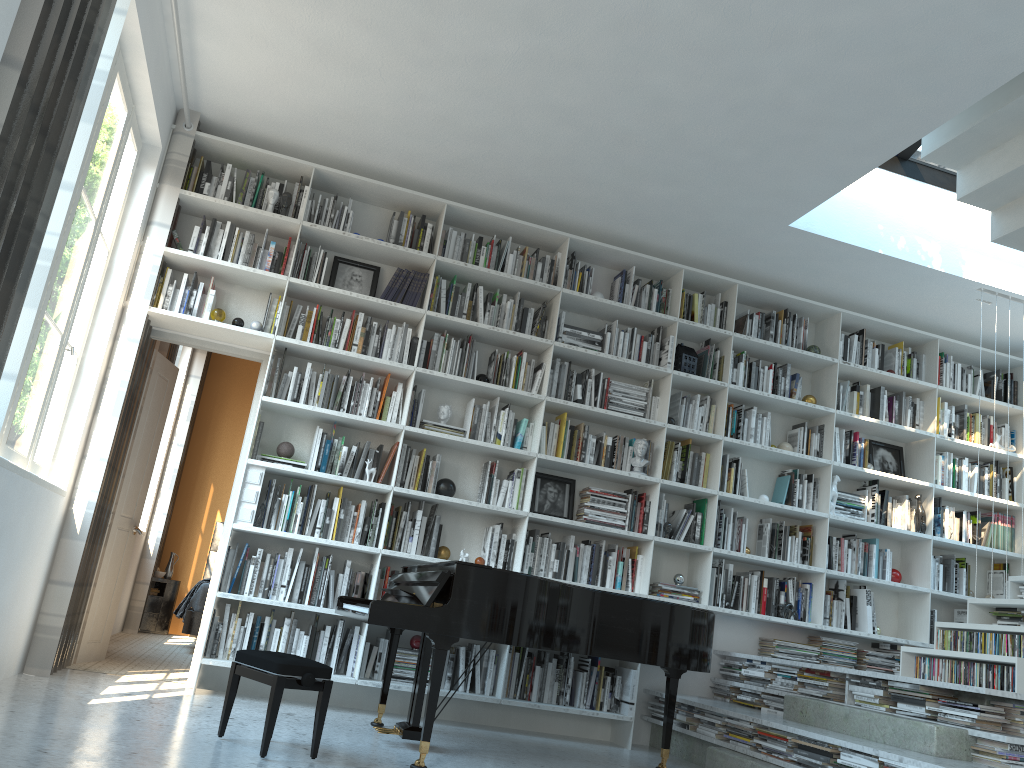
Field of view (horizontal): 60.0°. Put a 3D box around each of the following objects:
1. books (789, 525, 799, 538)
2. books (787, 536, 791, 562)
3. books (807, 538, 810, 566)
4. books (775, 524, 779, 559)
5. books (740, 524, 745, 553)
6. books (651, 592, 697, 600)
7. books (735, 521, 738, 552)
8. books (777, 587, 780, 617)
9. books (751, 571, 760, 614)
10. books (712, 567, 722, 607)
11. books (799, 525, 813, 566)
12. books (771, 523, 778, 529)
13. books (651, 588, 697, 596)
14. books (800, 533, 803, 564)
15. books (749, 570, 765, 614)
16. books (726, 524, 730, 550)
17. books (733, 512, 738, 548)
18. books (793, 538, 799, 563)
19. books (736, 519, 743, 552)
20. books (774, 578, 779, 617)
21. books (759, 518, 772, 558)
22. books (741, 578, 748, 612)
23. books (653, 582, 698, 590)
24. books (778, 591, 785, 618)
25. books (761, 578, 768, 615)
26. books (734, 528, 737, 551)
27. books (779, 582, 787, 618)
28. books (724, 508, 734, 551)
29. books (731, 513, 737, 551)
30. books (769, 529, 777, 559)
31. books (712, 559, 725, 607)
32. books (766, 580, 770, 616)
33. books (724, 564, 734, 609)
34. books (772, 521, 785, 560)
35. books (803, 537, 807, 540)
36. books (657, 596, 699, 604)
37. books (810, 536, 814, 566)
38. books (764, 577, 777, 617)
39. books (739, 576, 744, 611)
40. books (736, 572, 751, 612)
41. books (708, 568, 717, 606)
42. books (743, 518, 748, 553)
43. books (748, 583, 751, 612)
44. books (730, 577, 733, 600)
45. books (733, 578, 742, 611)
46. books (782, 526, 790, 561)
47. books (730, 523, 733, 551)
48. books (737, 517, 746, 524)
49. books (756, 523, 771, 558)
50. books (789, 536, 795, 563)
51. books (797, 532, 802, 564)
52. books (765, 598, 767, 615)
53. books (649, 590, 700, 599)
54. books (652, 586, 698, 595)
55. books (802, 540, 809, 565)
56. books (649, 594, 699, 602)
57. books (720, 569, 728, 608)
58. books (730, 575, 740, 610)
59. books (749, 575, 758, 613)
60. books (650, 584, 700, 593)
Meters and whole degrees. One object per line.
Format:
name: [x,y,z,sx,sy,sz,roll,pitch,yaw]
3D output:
books: [1.908,1.108,6.079,0.006,0.273,0.173,13,-15,-14]
books: [1.837,1.135,6.042,0.018,0.181,0.182,13,-15,-14]
books: [1.993,1.163,6.097,0.013,0.203,0.159,13,-15,-14]
books: [1.766,1.086,6.052,0.008,0.258,0.159,13,-15,-14]
books: [1.507,1.052,5.974,0.014,0.207,0.181,13,-15,-14]
books: [1.041,1.366,5.712,0.254,0.012,0.161,11,-15,-8]
books: [1.480,1.042,5.981,0.008,0.222,0.134,13,-15,-14]
books: [1.750,1.469,5.966,0.022,0.210,0.136,13,-15,-14]
books: [1.605,1.401,5.943,0.012,0.284,0.160,13,-15,-14]
books: [1.317,1.339,5.839,0.023,0.261,0.187,13,-15,-14]
books: [2.011,1.120,6.104,0.007,0.294,0.162,13,-15,-14]
books: [1.755,1.082,6.050,0.015,0.261,0.150,13,-15,-14]
books: [1.044,1.344,5.720,0.254,0.012,0.161,11,-15,-9]
books: [1.946,1.141,6.096,0.021,0.231,0.155,13,-15,-14]
books: [1.623,1.395,5.926,0.012,0.292,0.175,13,-15,-14]
books: [1.402,1.036,5.938,0.013,0.186,0.184,13,-15,-14]
books: [1.466,1.008,5.984,0.006,0.284,0.160,13,-15,-14]
books: [1.890,1.148,6.062,0.019,0.182,0.191,13,-15,-14]
books: [1.495,1.035,5.977,0.015,0.237,0.177,13,-15,-14]
books: [1.731,1.438,5.965,0.026,0.262,0.170,13,-15,-14]
books: [1.724,1.066,6.059,0.016,0.289,0.132,13,-15,-14]
books: [1.513,1.407,5.908,0.024,0.227,0.160,13,-15,-14]
books: [1.051,1.307,5.721,0.254,0.012,0.161,10,-15,-5]
books: [1.771,1.487,5.962,0.025,0.180,0.169,13,-15,-14]
books: [1.639,1.424,5.928,0.031,0.243,0.185,13,-15,-14]
books: [1.468,1.060,5.972,0.013,0.178,0.141,13,-15,-14]
books: [1.793,1.459,5.977,0.012,0.248,0.165,13,-15,-14]
books: [1.424,0.986,5.953,0.014,0.296,0.175,13,-15,-14]
books: [1.450,1.008,5.962,0.012,0.266,0.183,13,-15,-14]
books: [1.741,1.098,6.028,0.016,0.215,0.178,13,-15,-14]
books: [1.337,1.317,5.850,0.010,0.315,0.187,13,-15,-14]
books: [1.681,1.440,5.960,0.021,0.242,0.131,13,-15,-14]
books: [1.390,1.340,5.861,0.030,0.293,0.189,13,-15,-14]
books: [1.808,1.085,6.072,0.007,0.284,0.160,13,-15,-14]
books: [1.976,1.161,6.103,0.016,0.204,0.141,13,-15,-14]
books: [1.038,1.389,5.704,0.285,0.012,0.160,12,-15,-11]
books: [2.031,1.166,6.124,0.009,0.223,0.146,13,-15,-14]
books: [1.709,1.432,5.953,0.026,0.261,0.173,13,-15,-14]
books: [1.488,1.399,5.907,0.029,0.234,0.142,13,-15,-14]
books: [1.535,1.391,5.915,0.014,0.267,0.172,13,-15,-14]
books: [1.294,1.343,5.852,0.012,0.253,0.161,13,-15,-14]
books: [1.535,1.038,5.991,0.013,0.250,0.173,13,-15,-14]
books: [1.542,1.417,5.918,0.012,0.220,0.153,13,-15,-14]
books: [1.405,1.354,5.873,0.010,0.276,0.174,13,-15,-14]
books: [1.470,1.401,5.890,0.011,0.216,0.176,13,-15,-14]
books: [1.825,1.098,6.047,0.018,0.250,0.184,13,-15,-14]
books: [1.431,1.039,5.962,0.013,0.202,0.167,13,-15,-14]
books: [1.523,1.030,5.988,0.014,0.260,0.142,13,-15,-14]
books: [1.708,1.077,6.038,0.019,0.251,0.130,13,-15,-14]
books: [1.874,1.140,6.063,0.015,0.194,0.176,13,-15,-14]
books: [1.916,1.132,6.076,0.018,0.229,0.182,13,-15,-14]
books: [1.661,1.436,5.948,0.025,0.237,0.157,13,-15,-14]
books: [1.043,1.354,5.713,0.285,0.012,0.160,12,-15,-11]
books: [1.048,1.330,5.713,0.254,0.012,0.161,13,-16,-14]
books: [1.967,1.164,6.070,0.016,0.180,0.189,13,-15,-14]
books: [1.039,1.379,5.712,0.285,0.012,0.160,11,-15,-9]
books: [1.361,1.352,5.851,0.023,0.255,0.178,13,-15,-14]
books: [1.435,1.385,5.882,0.065,0.230,0.162,13,-15,-14]
books: [1.567,1.403,5.911,0.025,0.252,0.182,13,-15,-14]
books: [1.048,1.320,5.724,0.285,0.012,0.160,12,-15,-10]
